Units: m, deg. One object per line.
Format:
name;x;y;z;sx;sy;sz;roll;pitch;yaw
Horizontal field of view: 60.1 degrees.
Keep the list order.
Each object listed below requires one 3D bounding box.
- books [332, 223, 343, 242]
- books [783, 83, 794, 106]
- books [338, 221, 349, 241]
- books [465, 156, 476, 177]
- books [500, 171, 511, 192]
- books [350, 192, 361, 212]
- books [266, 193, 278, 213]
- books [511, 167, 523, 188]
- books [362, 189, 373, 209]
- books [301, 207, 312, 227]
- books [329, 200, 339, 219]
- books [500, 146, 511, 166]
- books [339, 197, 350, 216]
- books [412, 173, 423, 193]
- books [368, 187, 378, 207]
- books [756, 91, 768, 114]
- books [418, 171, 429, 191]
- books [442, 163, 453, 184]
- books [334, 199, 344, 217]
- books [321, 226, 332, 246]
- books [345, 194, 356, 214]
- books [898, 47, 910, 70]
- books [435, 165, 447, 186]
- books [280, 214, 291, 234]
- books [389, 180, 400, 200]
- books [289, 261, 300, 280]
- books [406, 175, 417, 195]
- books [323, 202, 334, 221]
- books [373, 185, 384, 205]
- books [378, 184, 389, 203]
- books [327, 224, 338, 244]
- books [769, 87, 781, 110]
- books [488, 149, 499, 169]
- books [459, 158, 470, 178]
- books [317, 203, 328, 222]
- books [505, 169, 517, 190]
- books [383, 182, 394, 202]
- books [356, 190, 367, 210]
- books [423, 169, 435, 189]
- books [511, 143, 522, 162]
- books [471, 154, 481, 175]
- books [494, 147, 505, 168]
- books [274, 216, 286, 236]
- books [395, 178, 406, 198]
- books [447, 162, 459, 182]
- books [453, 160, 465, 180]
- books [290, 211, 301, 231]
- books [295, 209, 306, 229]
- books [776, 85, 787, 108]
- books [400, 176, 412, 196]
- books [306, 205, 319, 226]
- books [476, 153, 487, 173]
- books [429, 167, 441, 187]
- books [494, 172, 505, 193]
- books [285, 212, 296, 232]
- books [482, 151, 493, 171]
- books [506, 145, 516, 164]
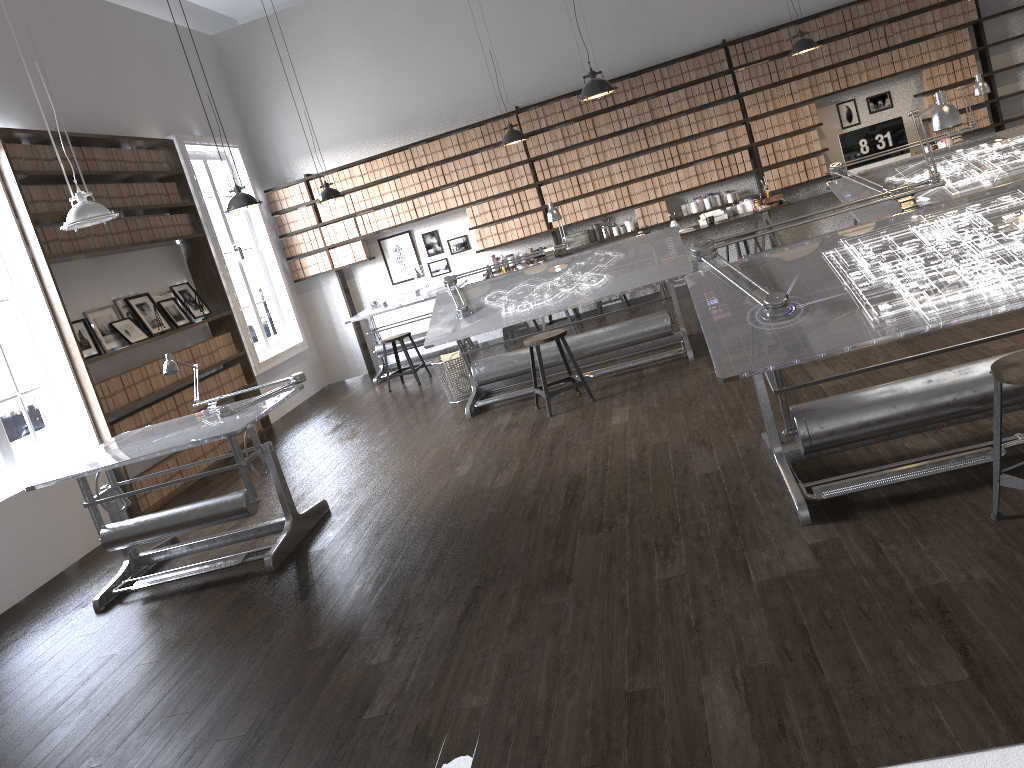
books;-2.019;-1.783;10.397;0.066;0.224;0.176;-15;9;11
books;2.942;-3.090;9.467;0.067;0.224;0.176;-15;9;11
books;-1.953;-1.800;10.383;0.066;0.224;0.176;-15;9;11
books;-0.458;-2.466;10.047;0.067;0.224;0.176;-15;9;11
books;-0.067;-2.297;10.026;0.067;0.224;0.176;-15;9;11
books;-1.791;-2.116;10.302;0.066;0.224;0.176;-15;9;11
books;-2.801;-2.135;10.429;0.067;0.224;0.176;-15;9;11
books;0.065;-2.333;10.007;0.066;0.224;0.176;-15;9;11
books;-1.656;-2.151;10.277;0.066;0.224;0.176;-15;9;11
books;-2.389;-1.963;10.412;0.066;0.224;0.176;-15;9;11
books;-2.056;-2.044;10.345;0.067;0.224;0.176;-15;9;11
books;-0.066;-2.569;9.974;0.067;0.224;0.176;-15;9;11
books;-1.932;-2.078;10.329;0.066;0.224;0.176;-15;9;11
books;-1.066;-2.306;10.160;0.066;0.224;0.176;-15;9;11
books;-1.589;-2.169;10.264;0.066;0.224;0.176;-15;9;11
books;2.674;-3.019;9.515;0.066;0.224;0.176;-15;9;11
books;-0.997;-2.324;10.147;0.067;0.224;0.176;-15;9;11
books;-0.723;-2.397;10.103;0.066;0.224;0.176;-15;9;11
books;-1.995;-2.061;10.338;0.066;0.224;0.176;-15;9;11
books;-2.155;-1.746;10.415;0.066;0.224;0.176;-15;9;11
books;-1.863;-2.096;10.310;0.067;0.224;0.176;-15;9;11
books;4.074;-3.389;9.258;0.066;0.224;0.176;-15;9;11
books;-0.795;-2.377;10.111;0.067;0.224;0.176;-15;9;11
books;-2.646;-1.895;10.455;0.067;0.224;0.176;-15;9;11
books;-1.334;-2.235;10.212;0.067;0.224;0.176;-15;9;11
books;-2.568;-1.357;10.552;0.066;0.224;0.176;-15;9;11
books;-1.134;-2.288;10.176;0.066;0.224;0.176;-15;9;11
books;-2.124;-2.026;10.358;0.066;0.224;0.176;-15;9;11
books;-1.526;-2.184;10.246;0.067;0.224;0.176;-15;9;11
books;-1.462;-2.202;10.239;0.066;0.224;0.176;-15;9;11
books;-2.085;-1.765;10.405;0.066;0.224;0.176;-15;9;11
books;2.810;-3.056;9.497;0.066;0.224;0.176;-15;9;11
books;-0.198;-2.535;10.004;0.066;0.224;0.176;-15;9;11
books;-0.521;-2.451;10.065;0.066;0.224;0.176;-15;9;11
books;-2.193;-2.009;10.374;0.066;0.224;0.176;-15;9;11
books;-0.002;-2.315;10.020;0.066;0.224;0.176;-15;9;11
books;-1.402;-2.217;10.226;0.066;0.224;0.176;-15;9;11
books;-1.724;-2.132;10.285;0.066;0.224;0.176;-15;9;11
books;-0.937;-2.341;10.141;0.066;0.224;0.176;-15;9;11
books;0.057;-2.602;9.954;0.066;0.224;0.176;-15;9;11
books;-0.393;-2.484;10.040;0.066;0.224;0.176;-15;9;11
books;-0.132;-2.553;9.993;0.066;0.224;0.176;-15;9;11
books;-2.712;-1.878;10.471;0.066;0.224;0.176;-15;9;11
books;-1.266;-2.254;10.203;0.066;0.224;0.176;-15;9;11
books;-0.656;-2.414;10.086;0.066;0.224;0.176;-15;9;11
books;-0.588;-2.433;10.078;0.066;0.224;0.176;-15;9;11
books;-2.517;-1.930;10.435;0.066;0.224;0.176;-15;9;11
books;-2.454;-1.945;10.418;0.067;0.224;0.176;-15;9;11
books;2.876;-3.073;9.483;0.066;0.224;0.176;-15;9;11
books;-1.200;-2.272;10.193;0.066;0.224;0.176;-15;9;11
books;-2.322;-1.981;10.400;0.066;0.224;0.176;-15;9;11
books;-0.334;-2.499;10.027;0.066;0.224;0.176;-15;9;11
books;-0.864;-2.360;10.130;0.066;0.224;0.176;-15;9;11
books;-0.130;-2.281;10.042;0.066;0.224;0.176;-15;9;11
books;-2.577;-1.913;10.444;0.066;0.224;0.176;-15;9;11
books;-0.266;-2.517;10.013;0.067;0.224;0.176;-15;9;11
books;-0.002;-2.587;9.967;0.066;0.224;0.176;-15;9;11
